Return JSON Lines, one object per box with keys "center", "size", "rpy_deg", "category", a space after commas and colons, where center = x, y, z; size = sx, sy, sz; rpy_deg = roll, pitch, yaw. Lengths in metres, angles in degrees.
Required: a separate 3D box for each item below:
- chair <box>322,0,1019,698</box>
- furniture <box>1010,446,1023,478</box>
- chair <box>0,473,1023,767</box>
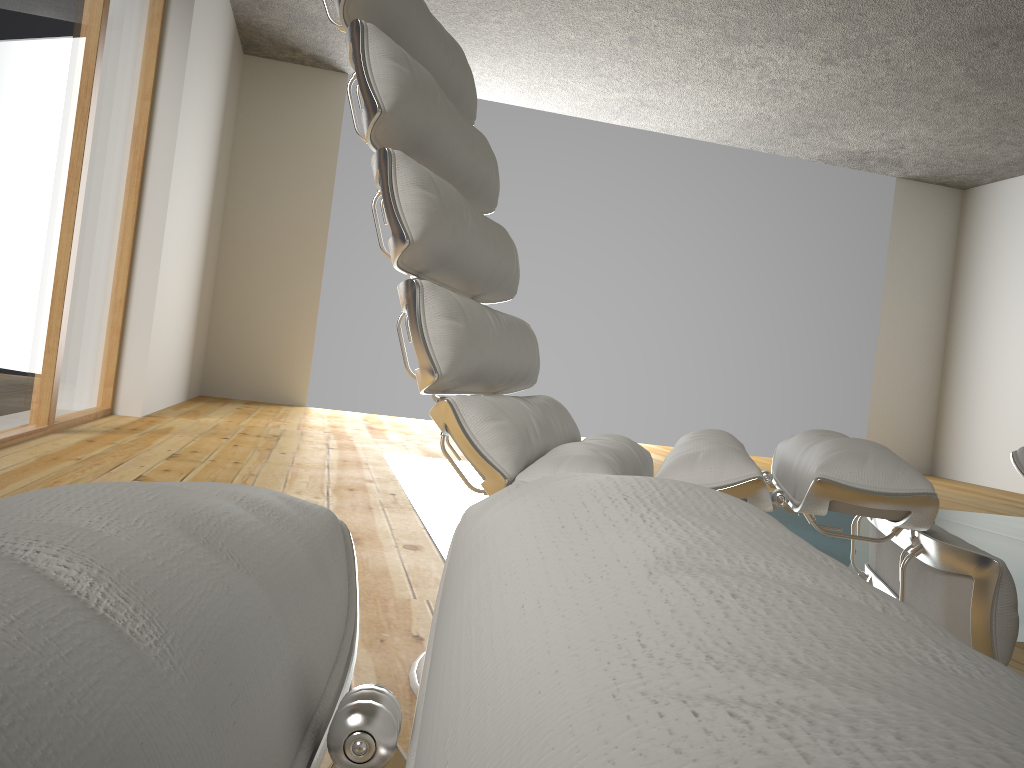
{"center": [0.169, -0.056, 1.240], "size": [0.914, 0.969, 0.569], "rpy_deg": [7, -1, 13], "category": "chair"}
{"center": [1.027, 0.318, 1.152], "size": [0.686, 0.439, 0.569], "rpy_deg": [7, 0, -6], "category": "furniture"}
{"center": [-0.223, -0.090, 0.114], "size": [0.914, 0.969, 0.569], "rpy_deg": [7, -1, -2], "category": "chair"}
